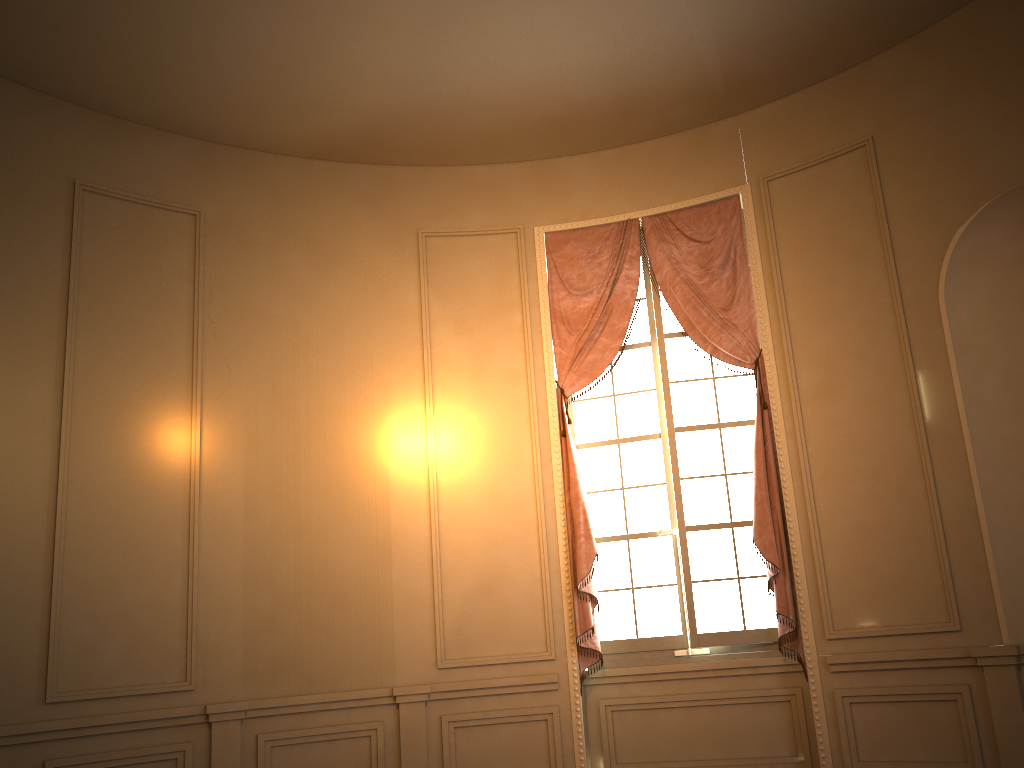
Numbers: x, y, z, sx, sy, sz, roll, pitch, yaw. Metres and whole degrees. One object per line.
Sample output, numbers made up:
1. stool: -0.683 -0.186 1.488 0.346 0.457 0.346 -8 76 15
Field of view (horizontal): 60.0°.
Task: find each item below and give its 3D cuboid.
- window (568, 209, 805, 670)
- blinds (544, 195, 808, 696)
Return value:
1. window: 0.983 0.303 5.618 1.296 2.807 0.156 -8 -14 15
2. blinds: 0.924 0.308 5.386 1.320 2.946 0.291 -8 -14 14
